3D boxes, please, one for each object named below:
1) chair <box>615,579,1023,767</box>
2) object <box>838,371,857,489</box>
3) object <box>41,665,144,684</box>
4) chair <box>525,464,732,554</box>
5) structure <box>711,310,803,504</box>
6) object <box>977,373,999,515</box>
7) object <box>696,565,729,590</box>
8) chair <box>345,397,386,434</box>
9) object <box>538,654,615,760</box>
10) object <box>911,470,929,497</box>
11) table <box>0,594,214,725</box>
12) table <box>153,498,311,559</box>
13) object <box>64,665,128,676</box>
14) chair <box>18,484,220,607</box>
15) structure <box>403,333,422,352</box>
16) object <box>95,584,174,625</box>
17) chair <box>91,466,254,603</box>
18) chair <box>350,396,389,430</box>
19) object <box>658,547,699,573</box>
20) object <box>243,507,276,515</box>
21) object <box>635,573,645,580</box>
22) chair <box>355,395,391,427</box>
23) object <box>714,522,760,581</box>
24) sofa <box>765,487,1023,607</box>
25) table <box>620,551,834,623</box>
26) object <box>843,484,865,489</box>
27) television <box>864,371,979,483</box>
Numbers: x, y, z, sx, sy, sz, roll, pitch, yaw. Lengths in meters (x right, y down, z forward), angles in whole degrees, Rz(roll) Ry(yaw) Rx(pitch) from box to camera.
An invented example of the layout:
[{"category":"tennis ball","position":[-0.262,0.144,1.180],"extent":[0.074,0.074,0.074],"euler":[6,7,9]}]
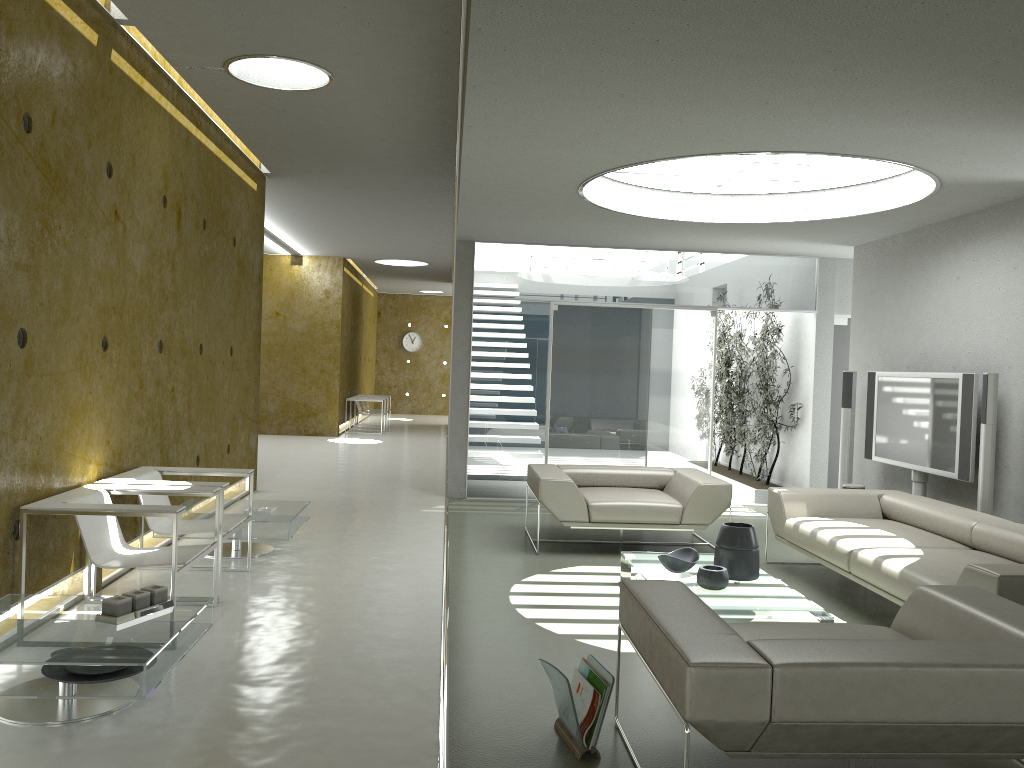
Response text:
[{"category":"chair","position":[1.187,1.088,3.082],"extent":[1.481,0.583,1.039],"euler":[2,1,-4]},{"category":"object","position":[3.110,0.614,8.224],"extent":[0.310,1.469,0.310],"euler":[2,1,23]},{"category":"object","position":[-1.579,1.083,3.393],"extent":[0.394,0.027,0.394],"euler":[2,1,-21]},{"category":"chair","position":[0.895,1.000,7.170],"extent":[1.481,0.583,1.039],"euler":[2,1,-4]},{"category":"structure","position":[2.822,-0.014,11.289],"extent":[0.646,2.589,3.371],"euler":[2,1,-5]},{"category":"object","position":[3.203,0.660,5.987],"extent":[0.310,1.469,0.310],"euler":[1,1,-27]},{"category":"object","position":[1.123,1.085,4.962],"extent":[0.177,0.113,0.177],"euler":[2,1,-23]},{"category":"chair","position":[-2.904,0.625,17.620],"extent":[0.710,0.667,0.800],"euler":[2,1,-4]},{"category":"object","position":[0.232,1.198,3.319],"extent":[0.216,0.288,0.329],"euler":[2,1,-14]},{"category":"object","position":[3.181,1.030,7.088],"extent":[0.323,0.689,0.882],"euler":[2,1,-4]},{"category":"table","position":[-1.782,1.116,3.565],"extent":[0.900,0.300,0.900],"euler":[2,1,-4]},{"category":"table","position":[-1.986,1.054,6.405],"extent":[0.900,0.300,0.900],"euler":[2,1,-4]},{"category":"object","position":[-1.579,1.080,3.393],"extent":[0.239,0.027,0.239],"euler":[2,1,13]},{"category":"chair","position":[-1.967,0.907,4.542],"extent":[0.710,0.667,0.800],"euler":[2,1,-4]},{"category":"structure","position":[-2.707,-1.142,24.198],"extent":[0.547,0.539,0.016],"euler":[2,1,-4]},{"category":"object","position":[-1.589,0.921,3.747],"extent":[0.118,0.097,0.326],"euler":[2,1,21]},{"category":"chair","position":[-2.028,0.888,5.396],"extent":[0.710,0.667,0.800],"euler":[2,1,-4]},{"category":"chair","position":[-2.965,0.606,18.474],"extent":[0.710,0.667,0.800],"euler":[2,1,-4]},{"category":"object","position":[1.002,1.068,5.339],"extent":[0.223,0.125,0.317],"euler":[3,1,33]},{"category":"object","position":[-1.787,0.899,6.286],"extent":[0.197,0.029,0.189],"euler":[2,1,-4]},{"category":"object","position":[0.954,1.264,5.489],"extent":[0.387,0.124,0.387],"euler":[1,1,-32]},{"category":"chair","position":[-3.027,0.588,19.328],"extent":[0.710,0.667,0.800],"euler":[2,1,-4]},{"category":"object","position":[1.335,0.988,5.260],"extent":[0.265,0.309,0.265],"euler":[2,1,-21]},{"category":"sofa","position":[2.488,1.091,5.256],"extent":[1.037,0.585,2.791],"euler":[2,1,-4]},{"category":"table","position":[1.167,1.240,5.168],"extent":[0.790,0.200,1.500],"euler":[2,1,-4]},{"category":"object","position":[3.007,1.123,7.838],"extent":[0.175,0.461,0.185],"euler":[2,1,-10]},{"category":"television","position":[3.261,0.297,7.078],"extent":[0.127,0.781,1.603],"euler":[2,1,-4]}]
